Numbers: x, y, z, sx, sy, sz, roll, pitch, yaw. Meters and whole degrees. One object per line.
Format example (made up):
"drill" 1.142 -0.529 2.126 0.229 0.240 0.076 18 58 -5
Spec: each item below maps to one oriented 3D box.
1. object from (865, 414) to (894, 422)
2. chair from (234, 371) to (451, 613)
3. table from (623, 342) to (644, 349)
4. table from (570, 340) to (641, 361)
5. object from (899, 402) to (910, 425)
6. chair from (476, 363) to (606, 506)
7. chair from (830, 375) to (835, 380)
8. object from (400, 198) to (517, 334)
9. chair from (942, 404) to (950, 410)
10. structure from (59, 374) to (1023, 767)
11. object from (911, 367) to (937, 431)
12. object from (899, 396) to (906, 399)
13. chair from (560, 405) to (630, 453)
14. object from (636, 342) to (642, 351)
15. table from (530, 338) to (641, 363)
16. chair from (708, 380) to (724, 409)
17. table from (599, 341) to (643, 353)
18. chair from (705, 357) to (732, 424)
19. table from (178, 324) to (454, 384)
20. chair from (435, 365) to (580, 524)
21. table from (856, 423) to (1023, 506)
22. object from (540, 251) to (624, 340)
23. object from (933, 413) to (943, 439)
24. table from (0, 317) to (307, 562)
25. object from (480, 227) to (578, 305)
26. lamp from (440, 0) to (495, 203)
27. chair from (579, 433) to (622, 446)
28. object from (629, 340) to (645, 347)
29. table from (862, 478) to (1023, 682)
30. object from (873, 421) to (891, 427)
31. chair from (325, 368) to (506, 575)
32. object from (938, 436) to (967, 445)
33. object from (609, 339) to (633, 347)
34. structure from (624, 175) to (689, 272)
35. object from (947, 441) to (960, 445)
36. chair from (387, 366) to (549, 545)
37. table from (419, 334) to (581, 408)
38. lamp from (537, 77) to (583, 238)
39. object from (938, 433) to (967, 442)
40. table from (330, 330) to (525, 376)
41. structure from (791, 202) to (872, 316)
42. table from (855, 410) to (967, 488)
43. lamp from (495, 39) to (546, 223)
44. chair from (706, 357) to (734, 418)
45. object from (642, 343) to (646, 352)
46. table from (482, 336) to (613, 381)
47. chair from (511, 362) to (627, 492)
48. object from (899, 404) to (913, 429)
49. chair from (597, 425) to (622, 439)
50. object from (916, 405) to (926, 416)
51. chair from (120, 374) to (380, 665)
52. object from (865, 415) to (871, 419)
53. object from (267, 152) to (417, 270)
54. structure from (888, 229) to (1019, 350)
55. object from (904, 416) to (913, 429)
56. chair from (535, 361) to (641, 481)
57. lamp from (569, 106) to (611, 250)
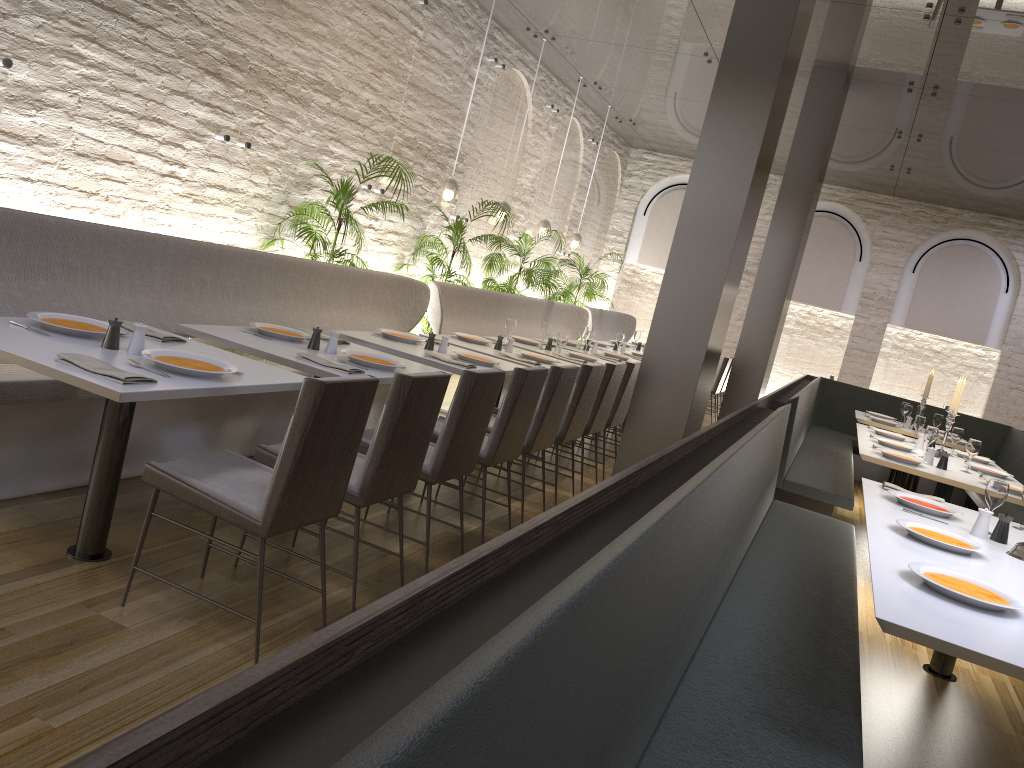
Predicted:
"object" 3.789 0.357 9.146 0.274 0.033 0.143 17 8 20
"chair" -0.651 0.330 3.455 0.568 0.902 0.412 16 6 20
"table" 1.887 -0.077 11.913 0.939 0.757 1.011 16 7 20
"table" 1.097 0.000 9.837 0.939 0.757 1.011 16 7 20
"object" 4.080 0.307 9.240 0.086 0.230 0.087 10 6 -34
"chair" 0.192 0.248 5.670 0.568 0.902 0.412 16 6 20
"chair" 5.488 0.359 14.826 0.568 0.902 0.412 16 6 20
"object" -0.691 -0.929 8.840 1.184 1.968 1.153 9 7 -39
"chair" 6.673 0.712 14.373 0.568 0.902 0.412 16 6 20
"structure" 2.535 0.850 5.130 2.380 0.997 10.751 16 8 20
"object" 4.166 0.146 8.946 0.132 0.654 0.389 17 6 30
"object" 4.746 0.263 10.832 0.086 0.230 0.087 10 7 -40
"chair" 0.806 0.188 7.284 0.568 0.902 0.412 16 6 20
"object" 1.550 -0.462 10.790 0.059 0.109 0.060 10 7 -34
"table" 0.680 0.040 8.742 0.939 0.757 1.011 16 7 20
"chair" 2.934 -0.018 12.872 0.568 0.902 0.412 16 6 20
"table" 1.495 -0.039 10.882 0.939 0.757 1.011 16 7 20
"chair" 2.529 0.021 11.809 0.568 0.902 0.412 16 6 20
"table" -0.996 0.203 4.341 0.939 0.757 1.011 16 7 20
"chair" -0.019 0.269 5.115 0.568 0.902 0.412 16 6 20
"table" 3.049 0.907 6.619 1.104 0.757 2.539 16 7 20
"object" 0.913 -1.080 13.016 1.145 1.968 1.192 14 6 1
"object" 4.048 0.402 8.458 0.086 0.230 0.087 10 6 -34
"table" -1.441 0.246 3.172 0.939 0.757 1.011 16 7 20
"object" 0.023 -0.999 10.719 1.141 1.968 1.197 11 6 -29
"lamp" -0.385 -2.726 8.441 0.179 2.033 0.177 18 7 41
"chair" 1.006 0.169 7.808 0.568 0.902 0.412 16 6 20
"object" 1.736 -0.531 11.973 0.320 0.036 0.324 9 9 -32
"table" 1.738 1.034 3.175 1.104 0.757 2.539 16 7 20
"object" 3.576 0.387 8.540 0.186 0.010 0.017 17 7 20
"chair" -0.440 0.309 4.010 0.568 0.902 0.412 16 6 20
"object" 4.353 0.548 8.758 0.274 0.033 0.143 17 8 20
"object" 1.344 -0.493 10.941 0.320 0.036 0.324 9 9 -32
"structure" 2.881 -2.715 15.083 1.639 1.669 0.098 16 5 20
"object" 4.162 0.556 8.340 0.182 0.015 0.038 17 8 22
"chair" -0.220 0.288 4.587 0.568 0.902 0.412 16 6 20
"table" -0.147 0.121 6.569 0.939 0.757 1.011 16 7 20
"lamp" 0.618 -2.823 11.076 0.177 2.033 0.178 14 5 -1
"object" 4.408 0.542 8.903 0.274 0.033 0.143 17 8 20
"table" -0.550 0.160 5.511 0.939 0.757 1.011 16 7 20
"structure" 4.922 -2.106 14.303 1.639 1.669 0.098 16 5 20
"table" 3.959 0.819 9.008 1.104 0.757 1.188 16 7 20
"lamp" 0.114 -2.774 9.752 0.178 2.033 0.178 14 5 5
"chair" 2.729 0.002 12.333 0.568 0.902 0.412 16 6 20
"object" 1.629 -0.445 10.808 0.059 0.109 0.060 10 7 -34
"table" 0.267 0.080 7.657 0.939 0.757 1.011 16 7 20
"chair" 0.394 0.228 6.200 0.568 0.902 0.412 16 6 20
"object" 3.919 0.323 8.816 0.086 0.230 0.087 10 6 -34
"chair" 1.207 0.150 8.335 0.568 0.902 0.412 16 6 20
"object" 4.298 0.346 9.358 0.086 0.230 0.086 13 5 -10
"chair" -0.853 0.349 2.926 0.568 0.902 0.412 16 6 20
"object" 3.734 0.362 9.002 0.274 0.033 0.143 17 8 20
"object" -1.442 -0.856 6.866 1.184 1.968 1.153 9 7 -39
"structure" 6.837 -1.535 13.571 1.639 1.669 0.098 16 5 20
"object" 3.983 0.387 8.899 0.068 0.126 0.069 11 6 -28
"chair" 0.595 0.209 6.728 0.568 0.902 0.412 16 6 20
"lamp" 1.111 -2.871 12.373 0.177 2.033 0.178 14 5 -1
